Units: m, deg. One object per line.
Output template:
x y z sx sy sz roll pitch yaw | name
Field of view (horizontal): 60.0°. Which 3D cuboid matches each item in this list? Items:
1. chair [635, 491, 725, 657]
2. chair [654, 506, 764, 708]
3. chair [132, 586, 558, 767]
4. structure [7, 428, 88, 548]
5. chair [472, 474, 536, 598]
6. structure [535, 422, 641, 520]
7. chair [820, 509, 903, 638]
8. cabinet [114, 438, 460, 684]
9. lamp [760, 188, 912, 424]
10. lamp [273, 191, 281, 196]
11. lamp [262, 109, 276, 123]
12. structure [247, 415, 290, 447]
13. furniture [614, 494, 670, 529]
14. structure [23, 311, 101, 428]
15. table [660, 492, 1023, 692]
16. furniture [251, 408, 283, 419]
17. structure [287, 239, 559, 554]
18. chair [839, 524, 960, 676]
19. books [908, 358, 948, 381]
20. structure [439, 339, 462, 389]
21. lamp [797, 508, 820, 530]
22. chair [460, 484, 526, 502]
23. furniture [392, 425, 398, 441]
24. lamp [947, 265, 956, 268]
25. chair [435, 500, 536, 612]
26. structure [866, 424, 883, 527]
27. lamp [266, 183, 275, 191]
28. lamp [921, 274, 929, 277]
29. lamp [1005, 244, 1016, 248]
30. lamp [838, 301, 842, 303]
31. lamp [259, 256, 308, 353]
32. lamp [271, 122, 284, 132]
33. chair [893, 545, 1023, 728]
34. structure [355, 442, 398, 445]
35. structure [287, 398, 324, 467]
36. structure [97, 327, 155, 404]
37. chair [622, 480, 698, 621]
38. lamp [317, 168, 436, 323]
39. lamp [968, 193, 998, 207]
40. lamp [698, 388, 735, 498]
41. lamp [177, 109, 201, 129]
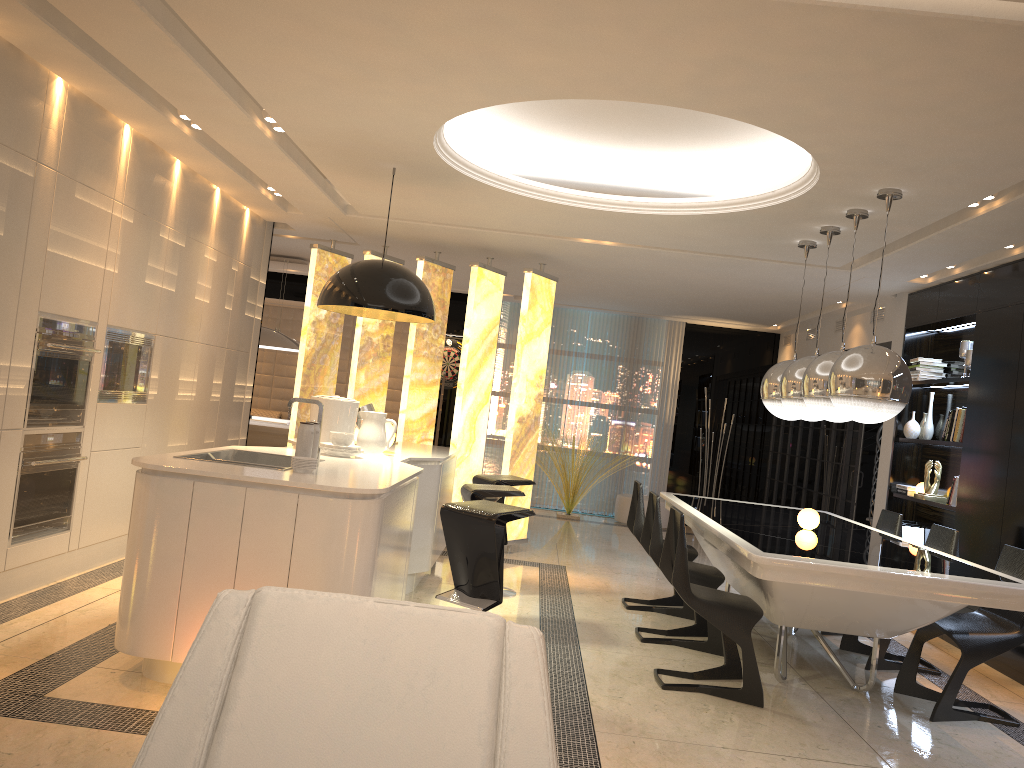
1.026 1.106 5.293 0.496 0.858 0.523 7 -1 2 | chair
1.001 1.081 4.427 0.496 0.858 0.523 7 -1 2 | chair
-0.245 0.774 0.800 1.027 0.991 0.983 7 -1 1 | chair
-2.728 0.512 4.778 0.595 0.597 0.609 7 -1 2 | structure
-0.113 1.026 6.087 0.380 0.789 0.380 8 -2 -30 | chair
0.749 1.070 10.787 1.275 1.142 1.282 8 -2 -42 | structure
2.368 1.286 6.162 0.496 0.858 0.523 7 -1 2 | chair
-1.028 0.850 5.293 1.046 0.887 3.752 7 -1 2 | cabinet
1.931 -0.382 5.341 0.408 1.226 1.827 7 -1 2 | lamp
-1.767 -1.498 6.758 0.107 0.127 0.107 7 -1 -2 | lamp
-1.304 -1.493 4.836 0.107 0.127 0.107 7 -2 -17 | lamp
-3.134 0.750 9.779 2.912 0.812 1.659 7 -1 2 | structure
1.652 1.578 11.065 0.735 0.357 0.735 7 -2 -26 | furniture
-2.657 -0.093 4.794 0.595 0.597 0.609 7 -1 2 | structure
1.682 1.232 5.277 1.293 0.759 3.031 7 -1 2 | table
-4.000 0.716 12.300 1.312 0.810 1.107 7 -1 2 | furniture
-0.806 0.100 7.808 2.180 2.555 0.448 7 -1 2 | structure
2.345 1.263 5.356 0.496 0.858 0.523 7 -1 2 | chair
3.408 -0.106 7.304 0.259 0.188 0.302 6 -1 9 | books
-0.843 -0.262 11.663 0.669 0.669 0.048 7 -1 2 | structure
1.737 0.791 5.195 0.125 0.125 0.125 8 -2 -38 | lamp
-0.177 0.997 5.256 0.380 0.789 0.380 7 -2 -15 | chair
-2.107 0.938 12.238 1.312 0.810 1.107 7 -1 2 | furniture
3.218 -0.917 6.522 0.107 0.127 0.107 7 -2 -17 | lamp
-0.167 0.973 4.252 0.380 0.789 0.380 6 -2 34 | chair
4.842 0.024 9.955 1.964 4.134 3.425 7 -1 2 | structure
-1.773 -1.503 6.594 0.107 0.127 0.107 7 -2 -17 | lamp
3.231 -0.904 6.971 0.107 0.127 0.107 7 -2 -17 | lamp
3.194 -0.940 5.710 0.107 0.127 0.107 7 -2 -17 | lamp
3.210 -0.861 8.729 0.107 0.127 0.107 7 -2 -17 | lamp
-2.938 -0.931 9.839 1.578 0.995 0.939 7 -1 2 | lamp
-1.299 -1.488 4.999 0.107 0.127 0.107 7 -2 -17 | lamp
2.320 1.238 4.508 0.496 0.858 0.523 7 -1 2 | chair
-1.138 0.408 6.460 0.502 0.026 0.811 7 -1 2 | structure
-0.979 0.223 4.136 0.177 0.310 0.089 7 -1 2 | structure
-2.616 -0.128 5.540 0.446 0.450 0.659 7 -1 2 | structure
1.051 1.130 6.142 0.496 0.858 0.523 7 -1 2 | chair
-0.765 -0.865 5.365 0.710 0.898 0.710 6 -1 12 | lamp
2.528 -1.042 4.793 0.107 0.127 0.271 7 -1 2 | lamp
2.551 0.964 11.300 0.418 1.801 0.200 7 -1 2 | lamp
-1.817 -1.547 5.061 0.107 0.127 0.270 7 -1 2 | lamp
